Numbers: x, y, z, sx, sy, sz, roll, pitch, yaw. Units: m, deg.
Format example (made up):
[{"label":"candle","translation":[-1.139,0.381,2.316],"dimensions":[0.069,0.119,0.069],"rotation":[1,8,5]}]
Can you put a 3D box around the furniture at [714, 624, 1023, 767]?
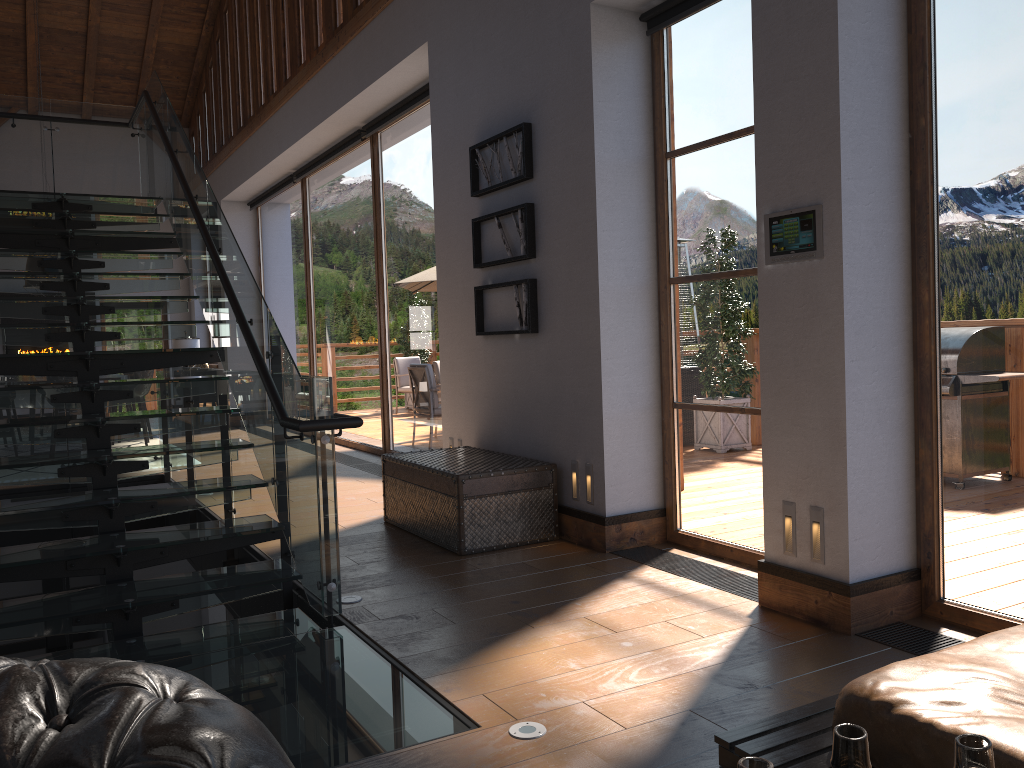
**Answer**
[{"label":"furniture","translation":[1.667,0.890,1.246],"dimensions":[1.188,0.436,2.731],"rotation":[-3,3,-29]}]

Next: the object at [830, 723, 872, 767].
[{"label":"object","translation":[0.287,0.432,0.744],"dimensions":[0.087,0.286,0.088],"rotation":[-2,2,10]}]

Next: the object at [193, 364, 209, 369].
[{"label":"object","translation":[-5.296,-0.345,15.003],"dimensions":[0.495,0.262,0.182],"rotation":[0,3,29]}]

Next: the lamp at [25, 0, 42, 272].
[{"label":"lamp","translation":[-5.848,-3.515,11.043],"dimensions":[0.617,4.682,0.625],"rotation":[-1,2,16]}]

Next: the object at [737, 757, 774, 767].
[{"label":"object","translation":[0.195,0.437,0.696],"dimensions":[0.086,0.286,0.089],"rotation":[0,3,38]}]

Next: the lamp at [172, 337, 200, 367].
[{"label":"lamp","translation":[-5.847,-0.606,15.914],"dimensions":[0.474,0.725,0.466],"rotation":[-3,3,-20]}]

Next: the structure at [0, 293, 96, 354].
[{"label":"structure","translation":[-8.023,-0.751,15.404],"dimensions":[1.460,1.649,0.428],"rotation":[-3,3,-30]}]

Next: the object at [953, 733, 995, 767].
[{"label":"object","translation":[0.376,0.430,0.720],"dimensions":[0.088,0.286,0.087],"rotation":[-3,2,-17]}]

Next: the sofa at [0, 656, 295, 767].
[{"label":"sofa","translation":[-1.273,0.831,0.360],"dimensions":[2.594,0.838,1.227],"rotation":[-4,3,-30]}]

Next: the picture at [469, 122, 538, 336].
[{"label":"picture","translation":[-0.066,-0.984,5.879],"dimensions":[0.060,1.311,0.766],"rotation":[-3,3,-29]}]

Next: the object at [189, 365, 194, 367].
[{"label":"object","translation":[-5.596,-0.373,15.464],"dimensions":[0.152,0.287,0.495],"rotation":[-3,3,-29]}]

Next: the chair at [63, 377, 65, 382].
[{"label":"chair","translation":[-4.896,0.338,9.889],"dimensions":[0.509,1.091,0.562],"rotation":[-3,3,-30]}]

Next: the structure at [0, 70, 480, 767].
[{"label":"structure","translation":[-1.677,0.494,7.924],"dimensions":[9.309,6.395,10.914],"rotation":[-3,3,-29]}]

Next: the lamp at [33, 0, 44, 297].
[{"label":"lamp","translation":[-6.614,-3.559,12.420],"dimensions":[0.617,4.682,0.625],"rotation":[-1,2,16]}]

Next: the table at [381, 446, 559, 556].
[{"label":"table","translation":[-0.307,0.713,5.743],"dimensions":[0.691,0.469,1.242],"rotation":[-3,3,-29]}]
